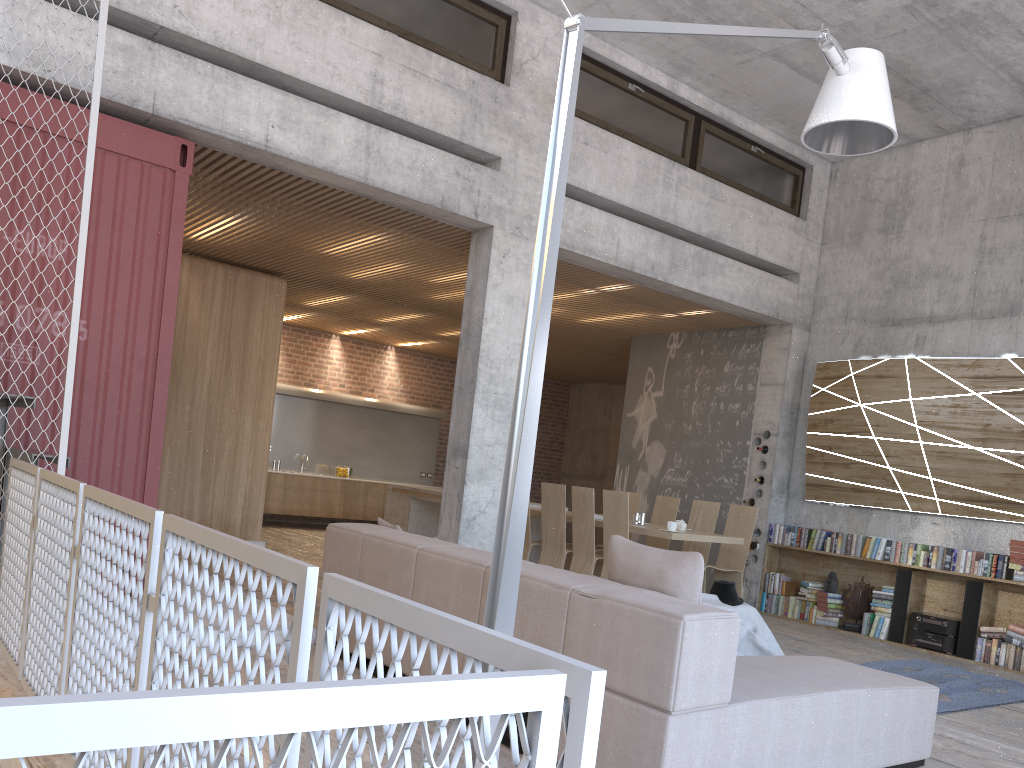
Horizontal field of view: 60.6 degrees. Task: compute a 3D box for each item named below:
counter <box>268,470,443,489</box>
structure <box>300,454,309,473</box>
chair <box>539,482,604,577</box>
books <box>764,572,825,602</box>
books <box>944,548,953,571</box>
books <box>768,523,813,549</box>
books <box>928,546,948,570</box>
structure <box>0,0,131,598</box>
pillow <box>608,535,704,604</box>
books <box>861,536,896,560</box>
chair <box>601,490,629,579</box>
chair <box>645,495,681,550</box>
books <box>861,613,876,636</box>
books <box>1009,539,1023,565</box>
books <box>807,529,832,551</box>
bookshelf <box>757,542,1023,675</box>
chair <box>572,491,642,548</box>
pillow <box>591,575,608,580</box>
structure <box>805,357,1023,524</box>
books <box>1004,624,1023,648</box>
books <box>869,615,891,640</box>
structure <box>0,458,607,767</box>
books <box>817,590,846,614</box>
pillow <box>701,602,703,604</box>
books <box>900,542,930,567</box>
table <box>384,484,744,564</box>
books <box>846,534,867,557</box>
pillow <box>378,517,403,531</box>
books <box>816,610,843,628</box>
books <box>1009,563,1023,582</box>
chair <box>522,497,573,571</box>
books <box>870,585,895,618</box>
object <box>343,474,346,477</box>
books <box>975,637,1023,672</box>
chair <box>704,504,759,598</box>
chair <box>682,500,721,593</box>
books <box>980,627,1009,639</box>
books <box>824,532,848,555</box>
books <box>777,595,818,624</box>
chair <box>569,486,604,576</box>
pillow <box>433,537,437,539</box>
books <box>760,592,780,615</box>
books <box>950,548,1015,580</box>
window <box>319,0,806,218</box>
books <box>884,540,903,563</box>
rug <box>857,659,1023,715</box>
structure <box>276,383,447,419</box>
[{"bbox_3d":[-2.859,1.544,14.452,4.117,0.020,0.649,11,-7,-37],"label":"counter"},{"bbox_3d":[-3.358,1.385,14.283,0.116,0.477,0.246,5,2,-37],"label":"structure"},{"bbox_3d":[0.610,1.632,8.913,0.728,1.197,0.345,6,2,-40],"label":"chair"},{"bbox_3d":[3.138,2.248,9.675,0.303,0.262,0.713,8,-5,-32],"label":"books"},{"bbox_3d":[4.188,1.672,8.343,0.191,0.221,0.054,7,1,-37],"label":"books"},{"bbox_3d":[3.112,1.690,9.742,0.216,0.220,0.487,8,-4,-37],"label":"books"},{"bbox_3d":[4.131,1.675,8.431,0.206,0.221,0.154,8,-1,-37],"label":"books"},{"bbox_3d":[-2.632,-0.856,3.263,3.061,4.321,3.654,7,-1,-37],"label":"structure"},{"bbox_3d":[0.626,0.968,3.845,0.223,0.558,0.559,6,-1,-35],"label":"pillow"},{"bbox_3d":[3.715,1.670,8.905,0.191,0.229,0.247,7,-2,-37],"label":"books"},{"bbox_3d":[1.152,1.605,8.061,0.727,1.197,0.345,6,2,-33],"label":"chair"},{"bbox_3d":[1.379,1.783,9.500,0.727,1.197,0.345,6,2,-37],"label":"chair"},{"bbox_3d":[3.660,2.452,8.954,0.206,0.221,0.073,8,1,-37],"label":"books"},{"bbox_3d":[4.565,1.500,7.757,0.247,0.211,0.189,7,-1,-15],"label":"books"},{"bbox_3d":[3.335,1.685,9.468,0.191,0.228,0.198,7,-1,-37],"label":"books"},{"bbox_3d":[4.523,2.171,7.874,0.305,0.802,5.291,5,-4,-37],"label":"bookshelf"},{"bbox_3d":[1.028,1.781,9.866,0.728,1.197,0.345,6,2,-43],"label":"chair"},{"bbox_3d":[0.542,1.091,4.118,0.374,0.373,0.170,6,1,26],"label":"pillow"},{"bbox_3d":[4.293,0.500,8.330,0.361,1.533,3.392,5,-3,-37],"label":"structure"},{"bbox_3d":[4.505,2.234,7.730,0.155,0.192,0.242,7,-2,-37],"label":"books"},{"bbox_3d":[3.740,2.447,8.821,0.191,0.228,0.198,7,-1,-37],"label":"books"},{"bbox_3d":[-2.034,0.664,2.162,1.944,0.933,4.402,10,-6,-37],"label":"structure"},{"bbox_3d":[3.371,2.306,9.259,0.247,0.211,0.189,7,-1,-15],"label":"books"},{"bbox_3d":[0.812,1.097,3.636,0.151,0.377,0.369,7,-2,-3],"label":"pillow"},{"bbox_3d":[3.963,1.672,8.575,0.172,0.221,0.275,7,-2,-35],"label":"books"},{"bbox_3d":[0.215,1.852,10.123,1.021,0.921,5.158,8,-6,-37],"label":"table"},{"bbox_3d":[3.585,1.673,9.078,0.191,0.221,0.154,7,-1,-37],"label":"books"},{"bbox_3d":[-0.754,1.055,5.612,0.189,0.367,0.360,6,-1,-32],"label":"pillow"},{"bbox_3d":[3.350,2.483,9.279,0.260,0.151,0.249,6,-4,9],"label":"books"},{"bbox_3d":[4.556,1.679,7.760,0.283,0.150,0.222,6,-3,11],"label":"books"},{"bbox_3d":[0.313,1.640,9.320,0.727,1.197,0.345,6,2,-32],"label":"chair"},{"bbox_3d":[3.782,2.187,8.841,0.220,0.323,0.249,7,-1,-35],"label":"books"},{"bbox_3d":[-2.759,1.504,14.426,0.050,0.056,0.062,5,-2,44],"label":"object"},{"bbox_3d":[4.468,2.429,7.888,0.244,0.238,0.491,8,-4,-37],"label":"books"},{"bbox_3d":[2.010,1.774,8.715,0.727,1.197,0.345,6,2,-37],"label":"chair"},{"bbox_3d":[1.746,1.789,9.147,0.728,1.197,0.345,6,2,-41],"label":"chair"},{"bbox_3d":[4.409,2.257,7.956,0.193,0.140,0.233,9,-4,-35],"label":"books"},{"bbox_3d":[3.475,1.681,9.266,0.211,0.221,0.276,8,-3,-38],"label":"books"},{"bbox_3d":[3.180,2.458,9.605,0.244,0.238,0.491,8,-4,-37],"label":"books"},{"bbox_3d":[0.899,1.622,8.501,0.727,1.197,0.345,6,2,-32],"label":"chair"},{"bbox_3d":[-0.506,1.088,5.313,0.188,0.359,0.368,6,-1,-37],"label":"pillow"},{"bbox_3d":[2.926,2.469,9.893,0.206,0.221,0.271,8,-3,-37],"label":"books"},{"bbox_3d":[4.345,1.663,8.101,0.216,0.220,0.487,8,-4,-37],"label":"books"},{"bbox_3d":[-0.114,-2.757,7.224,8.517,0.609,0.112,11,-1,-37],"label":"window"},{"bbox_3d":[3.832,1.674,8.746,0.155,0.221,0.154,7,0,-37],"label":"books"},{"bbox_3d":[2.813,2.208,6.433,2.945,0.049,1.155,11,-7,-37],"label":"rug"},{"bbox_3d":[-2.841,0.243,14.570,4.117,0.157,0.206,11,-5,-37],"label":"structure"}]
